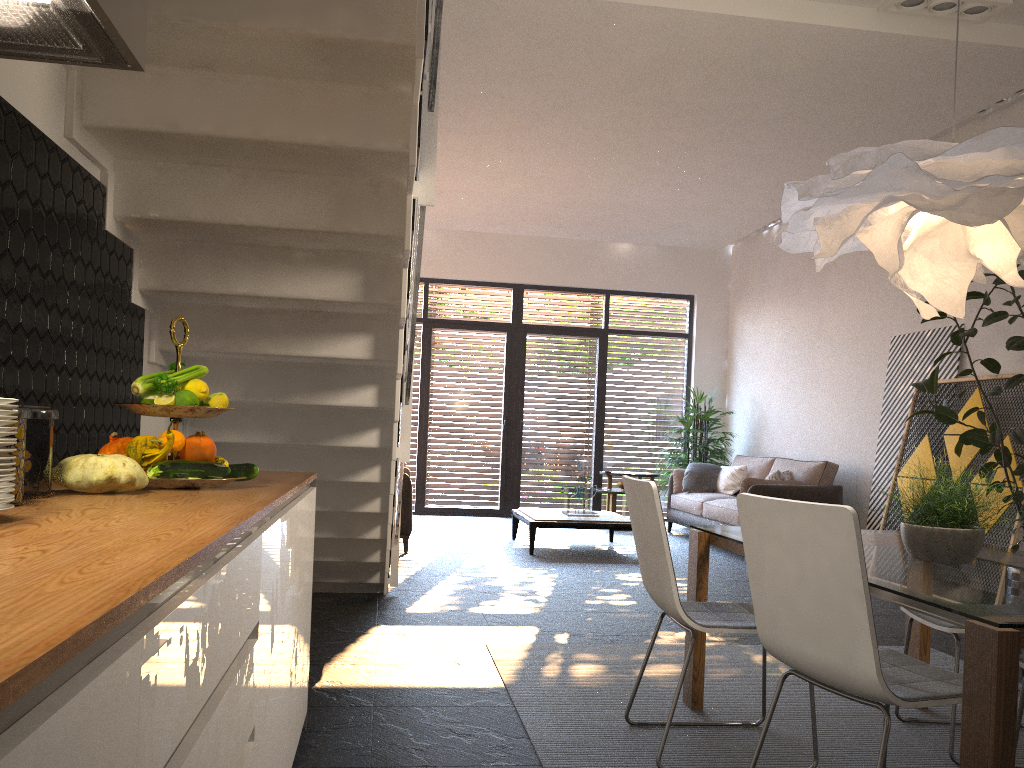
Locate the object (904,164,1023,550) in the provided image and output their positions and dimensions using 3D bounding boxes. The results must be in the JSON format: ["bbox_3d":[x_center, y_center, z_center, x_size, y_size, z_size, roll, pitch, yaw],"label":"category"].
[{"bbox_3d":[3.100,-0.122,5.278,0.908,3.198,2.010,2,-1,-30],"label":"object"}]

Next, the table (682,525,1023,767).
[{"bbox_3d":[1.316,0.900,2.718,0.997,0.714,1.801,3,-3,-8],"label":"table"}]

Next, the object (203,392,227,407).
[{"bbox_3d":[-0.755,0.048,2.255,0.060,0.054,0.059,2,-2,26],"label":"object"}]

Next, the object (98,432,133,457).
[{"bbox_3d":[-0.964,0.175,2.194,0.111,0.110,0.113,3,-2,-32],"label":"object"}]

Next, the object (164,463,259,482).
[{"bbox_3d":[-0.757,0.219,2.211,0.239,0.048,0.061,4,-2,-27],"label":"object"}]

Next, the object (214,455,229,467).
[{"bbox_3d":[-0.767,0.173,2.216,0.154,0.076,0.079,1,-2,27],"label":"object"}]

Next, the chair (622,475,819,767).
[{"bbox_3d":[0.684,0.790,3.028,0.601,0.919,0.475,2,-1,-5],"label":"chair"}]

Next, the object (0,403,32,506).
[{"bbox_3d":[-0.947,0.123,1.561,0.172,0.184,0.172,1,-2,41],"label":"object"}]

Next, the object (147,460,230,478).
[{"bbox_3d":[-0.777,0.204,2.119,0.054,0.044,0.217,1,-3,39],"label":"object"}]

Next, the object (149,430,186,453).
[{"bbox_3d":[-0.816,0.137,2.107,0.059,0.056,0.127,3,-3,-7],"label":"object"}]

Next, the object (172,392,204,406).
[{"bbox_3d":[-0.829,0.049,2.268,0.101,0.078,0.096,3,-2,-12],"label":"object"}]

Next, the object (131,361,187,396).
[{"bbox_3d":[-0.858,-0.016,2.190,0.067,0.101,0.211,2,-3,7],"label":"object"}]

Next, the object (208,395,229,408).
[{"bbox_3d":[-0.729,0.049,2.205,0.045,0.041,0.048,1,-2,43],"label":"object"}]

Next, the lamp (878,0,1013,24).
[{"bbox_3d":[2.406,-2.124,4.925,0.645,0.066,0.253,3,-3,-8],"label":"lamp"}]

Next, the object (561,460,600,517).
[{"bbox_3d":[0.475,-1.250,4.062,0.365,4.470,8.918,2,-3,4],"label":"object"}]

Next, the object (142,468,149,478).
[{"bbox_3d":[-0.900,0.207,2.104,0.090,0.051,0.068,4,-3,-42],"label":"object"}]

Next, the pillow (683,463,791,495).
[{"bbox_3d":[2.274,1.002,9.054,0.618,0.342,1.895,3,-3,-8],"label":"pillow"}]

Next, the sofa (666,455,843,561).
[{"bbox_3d":[2.398,1.192,9.035,0.994,0.919,2.323,3,-3,-8],"label":"sofa"}]

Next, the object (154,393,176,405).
[{"bbox_3d":[-0.826,0.046,2.115,0.049,0.050,0.052,2,-2,10],"label":"object"}]

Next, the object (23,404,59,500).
[{"bbox_3d":[-0.989,0.131,1.739,0.172,0.184,0.172,3,-2,-31],"label":"object"}]

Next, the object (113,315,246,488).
[{"bbox_3d":[-0.834,0.042,2.204,0.352,0.425,0.352,3,-1,-14],"label":"object"}]

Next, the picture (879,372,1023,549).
[{"bbox_3d":[3.172,0.738,6.375,0.386,1.604,1.498,2,-1,-8],"label":"picture"}]

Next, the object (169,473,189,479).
[{"bbox_3d":[-0.776,0.217,2.064,0.043,0.020,0.042,0,-4,44],"label":"object"}]

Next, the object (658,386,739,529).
[{"bbox_3d":[2.219,0.872,10.647,0.980,1.722,0.913,3,-1,-43],"label":"object"}]

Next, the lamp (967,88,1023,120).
[{"bbox_3d":[3.393,-2.011,6.227,0.253,0.066,0.645,3,-3,-8],"label":"lamp"}]

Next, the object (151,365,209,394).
[{"bbox_3d":[-0.805,-0.012,2.167,0.056,0.081,0.181,2,-3,21],"label":"object"}]

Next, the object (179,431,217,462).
[{"bbox_3d":[-0.774,0.160,2.184,0.087,0.093,0.085,2,-1,-3],"label":"object"}]

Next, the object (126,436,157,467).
[{"bbox_3d":[-0.889,0.164,2.153,0.087,0.078,0.089,1,-2,27],"label":"object"}]

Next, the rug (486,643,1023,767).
[{"bbox_3d":[1.304,1.254,2.735,2.371,0.006,3.689,3,-3,-8],"label":"rug"}]

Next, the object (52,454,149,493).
[{"bbox_3d":[-0.896,0.193,1.923,0.189,0.083,0.197,2,-3,1],"label":"object"}]

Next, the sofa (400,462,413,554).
[{"bbox_3d":[-1.471,1.002,8.478,0.994,0.919,2.323,3,-3,-8],"label":"sofa"}]

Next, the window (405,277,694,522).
[{"bbox_3d":[0.001,0.182,11.197,4.943,3.028,0.459,3,0,-8],"label":"window"}]

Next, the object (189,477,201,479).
[{"bbox_3d":[-0.765,0.231,2.118,0.043,0.017,0.041,1,-3,23],"label":"object"}]

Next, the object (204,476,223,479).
[{"bbox_3d":[-0.731,0.233,2.167,0.042,0.014,0.043,2,-3,2],"label":"object"}]

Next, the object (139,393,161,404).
[{"bbox_3d":[-0.856,0.050,2.156,0.101,0.062,0.075,3,-2,-26],"label":"object"}]

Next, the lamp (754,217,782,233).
[{"bbox_3d":[2.846,-1.824,10.038,0.253,0.066,0.645,3,-3,-8],"label":"lamp"}]

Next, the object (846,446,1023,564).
[{"bbox_3d":[1.351,0.378,2.732,0.532,0.367,0.668,3,-2,-13],"label":"object"}]

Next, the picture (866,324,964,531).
[{"bbox_3d":[3.205,0.571,7.147,0.208,2.018,0.958,2,-1,-8],"label":"picture"}]

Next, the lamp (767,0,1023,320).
[{"bbox_3d":[1.462,-2.786,2.733,1.117,5.211,1.062,2,0,3],"label":"lamp"}]

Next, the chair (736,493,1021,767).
[{"bbox_3d":[0.931,0.760,2.307,0.602,0.919,0.475,3,-1,-22],"label":"chair"}]

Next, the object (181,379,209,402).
[{"bbox_3d":[-0.783,0.016,2.189,0.068,0.058,0.071,3,-2,-9],"label":"object"}]

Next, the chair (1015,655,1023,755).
[{"bbox_3d":[1.787,0.802,2.431,0.602,0.919,0.475,2,-1,-8],"label":"chair"}]

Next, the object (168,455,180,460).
[{"bbox_3d":[-0.857,0.210,2.277,0.088,0.057,0.085,1,-3,33],"label":"object"}]

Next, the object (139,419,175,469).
[{"bbox_3d":[-0.825,0.141,2.080,0.125,0.120,0.061,2,-1,24],"label":"object"}]

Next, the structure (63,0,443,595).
[{"bbox_3d":[1.146,-2.965,1.679,4.235,8.305,8.466,2,-2,-8],"label":"structure"}]

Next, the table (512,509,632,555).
[{"bbox_3d":[0.589,1.382,8.310,1.049,0.307,1.116,3,-3,-8],"label":"table"}]

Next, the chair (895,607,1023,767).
[{"bbox_3d":[1.776,0.843,3.172,0.601,0.919,0.475,2,-1,1],"label":"chair"}]

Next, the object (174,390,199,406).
[{"bbox_3d":[-0.789,0.043,2.140,0.065,0.060,0.062,3,-2,-12],"label":"object"}]
